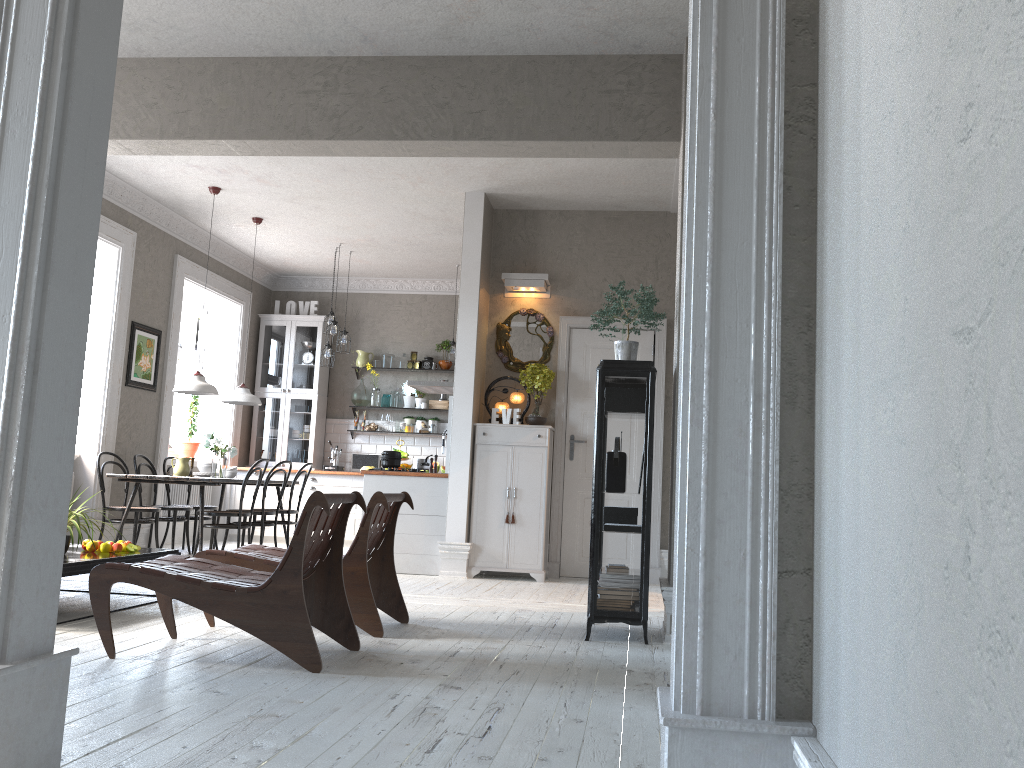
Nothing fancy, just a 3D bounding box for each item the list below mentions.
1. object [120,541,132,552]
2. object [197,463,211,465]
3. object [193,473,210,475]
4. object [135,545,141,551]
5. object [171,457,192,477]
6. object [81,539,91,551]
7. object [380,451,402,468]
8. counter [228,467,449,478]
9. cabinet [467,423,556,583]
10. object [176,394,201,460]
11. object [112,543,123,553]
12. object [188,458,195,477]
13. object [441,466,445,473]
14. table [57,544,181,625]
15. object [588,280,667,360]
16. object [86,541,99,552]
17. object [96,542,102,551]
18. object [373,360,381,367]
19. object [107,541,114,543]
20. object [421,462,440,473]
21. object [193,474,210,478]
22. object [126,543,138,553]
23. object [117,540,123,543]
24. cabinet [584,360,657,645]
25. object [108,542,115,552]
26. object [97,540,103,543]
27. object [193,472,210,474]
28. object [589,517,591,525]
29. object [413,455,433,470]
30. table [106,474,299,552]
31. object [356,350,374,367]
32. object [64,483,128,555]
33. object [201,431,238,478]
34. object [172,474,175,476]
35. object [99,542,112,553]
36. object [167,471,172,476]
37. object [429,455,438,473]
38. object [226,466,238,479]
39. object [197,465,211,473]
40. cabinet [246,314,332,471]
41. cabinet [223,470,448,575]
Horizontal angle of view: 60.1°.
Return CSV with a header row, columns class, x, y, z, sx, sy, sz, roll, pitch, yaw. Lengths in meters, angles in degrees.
class,x,y,z,sx,sy,sz,roll,pitch,yaw
object,-2.242,0.944,5.146,0.073,0.064,0.077,-2,-8,38
object,-2.886,0.796,8.374,0.180,0.094,0.179,3,-7,-2
object,-2.889,0.859,8.367,0.241,0.027,0.233,6,-7,-25
object,-2.224,0.966,5.219,0.046,0.037,0.068,-2,-8,34
object,-2.881,0.721,7.714,0.152,0.170,0.133,7,-8,-31
object,-2.445,0.928,5.097,0.066,0.066,0.071,1,-7,12
object,-1.065,0.665,7.811,0.192,0.147,0.191,4,-7,-13
counter,-1.848,0.929,9.322,3.146,0.039,3.406,2,-7,7
cabinet,-0.003,1.004,7.569,0.663,1.297,0.385,2,-7,7
object,-3.634,0.453,10.019,0.255,0.813,0.265,-2,-8,34
object,-2.255,0.936,5.062,0.056,0.058,0.057,-1,-8,32
object,-2.815,0.734,7.790,0.058,0.167,0.060,0,-7,21
object,-0.724,1.027,10.396,0.226,0.127,0.147,4,-7,-10
table,-2.558,1.077,4.841,0.845,0.303,1.316,2,-7,8
object,0.657,-0.346,5.022,0.408,0.506,0.404,0,-7,23
object,-2.384,0.922,5.030,0.069,0.066,0.071,0,-7,22
object,-2.379,0.936,5.099,0.058,0.056,0.060,3,-7,-6
object,-1.684,-0.241,11.077,0.103,0.111,0.104,2,-7,7
object,-2.344,0.943,5.159,0.063,0.058,0.060,8,-8,-38
object,-0.971,1.001,10.475,0.231,0.174,0.221,-1,-8,29
object,-2.890,0.869,8.365,0.233,0.027,0.241,-1,-7,25
object,-2.194,0.946,5.101,0.058,0.053,0.060,1,-7,14
object,-2.295,0.949,5.200,0.060,0.062,0.063,4,-7,-11
cabinet,0.606,0.636,4.914,0.346,1.472,0.621,2,-7,8
object,-2.311,0.939,5.108,0.057,0.058,0.058,3,-7,-2
object,-2.407,0.941,5.157,0.058,0.058,0.058,4,-7,-10
object,-2.889,0.851,8.368,0.233,0.027,0.242,-1,-8,30
object,0.472,0.723,5.176,0.041,0.234,0.044,8,-8,-36
object,-0.767,0.709,8.007,0.297,0.134,0.178,-3,-9,41
table,-2.773,1.228,8.130,0.900,0.735,1.929,2,-7,8
object,-1.848,-0.306,11.043,0.188,0.216,0.175,0,-7,21
object,-2.434,0.728,4.842,0.720,0.420,0.673,0,-7,25
object,-2.609,0.632,7.904,0.310,0.414,0.252,2,-7,5
object,-2.981,0.739,7.916,0.097,0.172,0.095,4,-7,-11
object,-2.315,0.929,5.045,0.060,0.063,0.063,-3,-9,39
object,-3.094,0.793,8.165,0.140,0.112,0.138,4,-7,-10
object,-0.681,0.689,7.684,0.072,0.167,0.036,2,-7,7
object,-2.667,0.835,8.390,0.123,0.119,0.129,0,-7,23
object,-2.887,0.816,8.371,0.180,0.094,0.179,3,-7,-2
cabinet,-2.734,0.124,10.995,0.875,1.921,0.389,2,-7,6
cabinet,-1.400,1.369,9.372,2.028,0.854,4.109,8,-8,-36
